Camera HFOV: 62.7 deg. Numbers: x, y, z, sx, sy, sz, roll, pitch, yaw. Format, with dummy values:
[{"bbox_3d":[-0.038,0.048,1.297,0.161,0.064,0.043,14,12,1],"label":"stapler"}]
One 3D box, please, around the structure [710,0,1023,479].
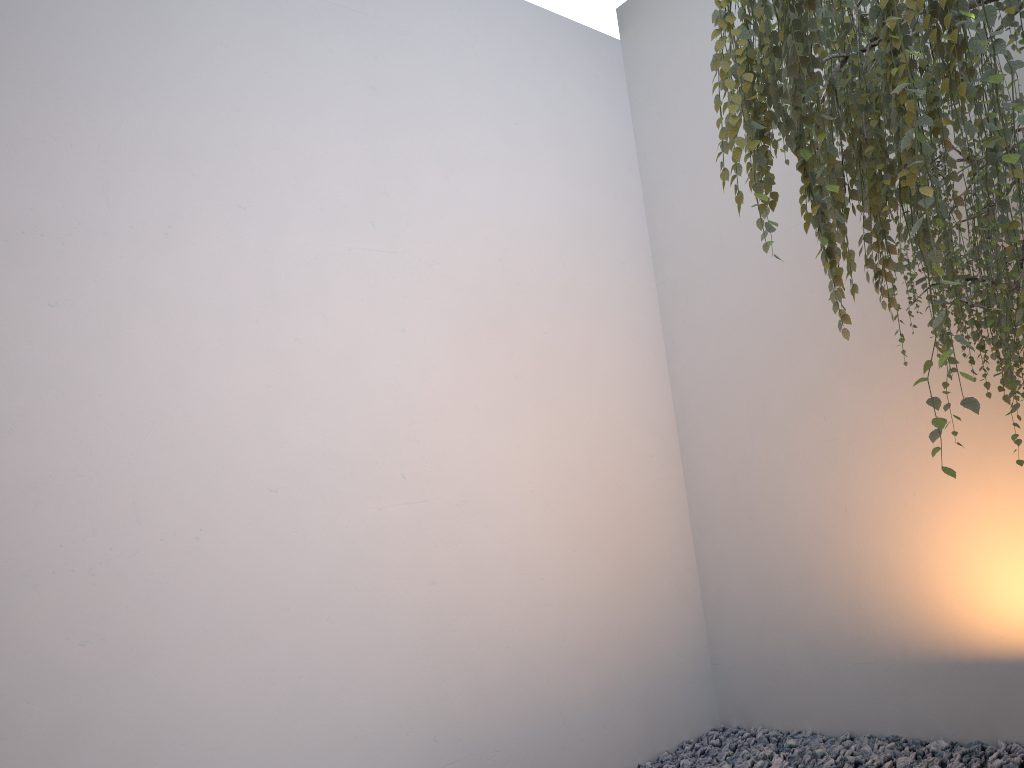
[{"bbox_3d":[1.341,-0.916,1.739,2.111,3.957,2.025,-14,-8,43],"label":"structure"}]
